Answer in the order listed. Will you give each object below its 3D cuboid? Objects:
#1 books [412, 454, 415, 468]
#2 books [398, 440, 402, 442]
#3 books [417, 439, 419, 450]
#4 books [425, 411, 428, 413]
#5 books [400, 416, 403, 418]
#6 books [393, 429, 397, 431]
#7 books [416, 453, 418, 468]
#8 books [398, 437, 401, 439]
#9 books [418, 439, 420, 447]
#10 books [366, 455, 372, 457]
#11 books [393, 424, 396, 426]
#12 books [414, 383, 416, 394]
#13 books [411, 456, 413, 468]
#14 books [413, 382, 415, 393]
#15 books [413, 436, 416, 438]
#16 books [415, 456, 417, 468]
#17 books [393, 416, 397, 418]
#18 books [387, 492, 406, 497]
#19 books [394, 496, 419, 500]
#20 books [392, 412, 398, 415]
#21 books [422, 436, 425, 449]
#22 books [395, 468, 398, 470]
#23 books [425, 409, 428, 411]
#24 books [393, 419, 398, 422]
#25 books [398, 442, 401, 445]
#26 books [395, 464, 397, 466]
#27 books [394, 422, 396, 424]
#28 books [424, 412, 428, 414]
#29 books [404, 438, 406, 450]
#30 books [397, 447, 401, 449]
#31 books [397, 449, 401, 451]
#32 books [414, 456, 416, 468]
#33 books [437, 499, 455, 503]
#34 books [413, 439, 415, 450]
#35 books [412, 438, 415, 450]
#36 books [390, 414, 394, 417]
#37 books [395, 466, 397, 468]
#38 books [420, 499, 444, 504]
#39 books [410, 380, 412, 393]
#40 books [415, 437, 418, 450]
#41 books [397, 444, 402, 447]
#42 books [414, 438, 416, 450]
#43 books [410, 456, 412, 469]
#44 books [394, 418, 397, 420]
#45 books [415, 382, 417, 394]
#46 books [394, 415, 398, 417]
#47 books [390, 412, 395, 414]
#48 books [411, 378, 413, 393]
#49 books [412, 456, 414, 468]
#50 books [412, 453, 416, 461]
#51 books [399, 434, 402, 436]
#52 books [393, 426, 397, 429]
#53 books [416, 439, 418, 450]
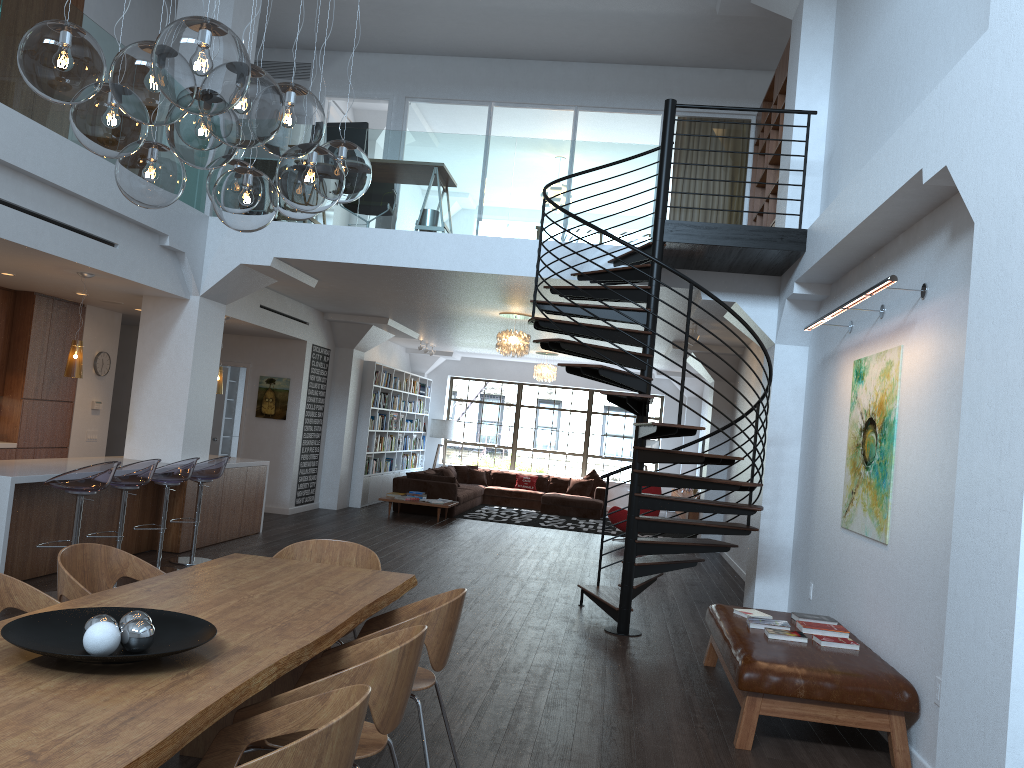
[{"bbox_3d":[-2.104,1.573,18.187,0.198,0.284,0.066,5,-3,7],"label":"books"},{"bbox_3d":[-2.234,1.078,16.881,0.253,0.040,0.183,5,-3,7],"label":"books"},{"bbox_3d":[-2.027,1.250,18.400,0.161,0.221,0.035,5,-3,7],"label":"books"},{"bbox_3d":[-1.947,0.575,18.825,0.284,0.033,0.197,4,-3,22],"label":"books"},{"bbox_3d":[-2.184,0.616,16.800,0.223,0.031,0.161,5,-3,7],"label":"books"},{"bbox_3d":[-2.250,0.838,16.440,0.171,0.039,0.246,5,-3,7],"label":"books"},{"bbox_3d":[-2.056,1.591,18.514,0.176,0.290,0.053,5,-3,7],"label":"books"},{"bbox_3d":[-2.199,1.018,16.874,0.161,0.026,0.223,6,-3,-3],"label":"books"},{"bbox_3d":[-2.023,1.245,18.488,0.168,0.228,0.139,5,-3,7],"label":"books"},{"bbox_3d":[-2.473,1.194,14.791,0.223,0.027,0.161,5,-3,17],"label":"books"},{"bbox_3d":[-2.270,0.756,16.441,0.180,0.042,0.259,5,-3,7],"label":"books"},{"bbox_3d":[-2.012,0.063,17.681,0.183,0.253,0.034,5,-3,7],"label":"books"},{"bbox_3d":[-2.113,1.577,17.981,0.183,0.253,0.037,5,-3,7],"label":"books"},{"bbox_3d":[-2.029,0.069,17.613,0.168,0.231,0.037,5,-3,7],"label":"books"},{"bbox_3d":[-2.076,1.061,17.990,0.223,0.031,0.161,5,-3,7],"label":"books"},{"bbox_3d":[-2.065,1.608,18.430,0.171,0.246,0.057,5,-3,7],"label":"books"},{"bbox_3d":[-2.250,0.608,16.488,0.223,0.027,0.161,6,-3,-3],"label":"books"},{"bbox_3d":[-1.853,1.783,14.257,0.241,0.045,0.334,5,-3,9],"label":"books"},{"bbox_3d":[-1.650,1.789,13.886,0.236,0.035,0.340,4,-3,32],"label":"books"},{"bbox_3d":[-2.218,0.551,16.475,0.129,0.043,0.185,4,-3,22],"label":"books"},{"bbox_3d":[-1.955,1.244,18.966,0.176,0.290,0.053,5,-3,7],"label":"books"},{"bbox_3d":[-2.328,1.598,16.825,0.284,0.035,0.197,5,-3,7],"label":"books"},{"bbox_3d":[-1.942,0.542,18.822,0.254,0.032,0.174,3,-4,42],"label":"books"},{"bbox_3d":[-2.239,0.673,16.452,0.183,0.042,0.253,5,-3,7],"label":"books"},{"bbox_3d":[-2.233,1.120,16.887,0.231,0.044,0.168,5,-3,2],"label":"books"},{"bbox_3d":[-2.325,1.531,16.832,0.254,0.032,0.174,5,-3,12],"label":"books"},{"bbox_3d":[-2.251,0.715,16.455,0.168,0.045,0.231,5,-3,2],"label":"books"},{"bbox_3d":[-1.950,0.609,18.824,0.284,0.035,0.197,3,-4,37],"label":"books"},{"bbox_3d":[-2.164,1.159,17.228,0.174,0.243,0.085,5,-3,7],"label":"books"},{"bbox_3d":[-2.251,1.199,16.873,0.251,0.037,0.160,5,-3,12],"label":"books"},{"bbox_3d":[-2.253,1.236,16.868,0.246,0.038,0.171,5,-3,7],"label":"books"},{"bbox_3d":[-2.086,1.596,18.245,0.189,0.247,0.057,5,-3,7],"label":"books"},{"bbox_3d":[-1.060,1.860,14.149,0.256,0.035,0.350,4,-3,32],"label":"books"},{"bbox_3d":[-2.065,1.219,18.043,0.161,0.223,0.030,5,-3,7],"label":"books"},{"bbox_3d":[-2.076,1.200,17.974,0.174,0.251,0.051,5,-3,7],"label":"books"},{"bbox_3d":[-2.263,0.560,16.068,0.174,0.045,0.240,5,-3,7],"label":"books"},{"bbox_3d":[-2.324,1.564,16.826,0.284,0.033,0.197,6,-3,-8],"label":"books"},{"bbox_3d":[-1.254,1.823,13.827,0.231,0.040,0.342,8,-4,-43],"label":"books"},{"bbox_3d":[-2.056,0.046,17.359,0.171,0.246,0.057,5,-3,7],"label":"books"},{"bbox_3d":[-2.047,1.218,18.266,0.183,0.253,0.042,5,-3,7],"label":"books"},{"bbox_3d":[-2.249,1.161,16.900,0.259,0.040,0.180,5,-3,7],"label":"books"},{"bbox_3d":[-2.063,1.213,18.147,0.171,0.246,0.036,5,-3,7],"label":"books"},{"bbox_3d":[-2.122,1.574,17.947,0.183,0.253,0.036,5,-3,7],"label":"books"},{"bbox_3d":[-2.241,0.637,16.461,0.161,0.033,0.223,5,-3,7],"label":"books"},{"bbox_3d":[-2.002,0.071,17.787,0.160,0.250,0.026,5,-3,7],"label":"books"},{"bbox_3d":[-2.228,0.584,16.478,0.144,0.024,0.208,5,-3,12],"label":"books"},{"bbox_3d":[-2.254,0.523,16.047,0.223,0.027,0.161,5,-3,17],"label":"books"},{"bbox_3d":[-2.047,0.029,17.443,0.176,0.290,0.053,5,-3,7],"label":"books"},{"bbox_3d":[-2.096,1.585,18.126,0.183,0.253,0.037,5,-3,7],"label":"books"},{"bbox_3d":[-2.060,1.576,18.295,0.140,0.298,0.044,5,-3,7],"label":"books"},{"bbox_3d":[-2.205,0.960,16.878,0.185,0.041,0.129,4,-3,22],"label":"books"},{"bbox_3d":[-2.249,0.799,16.440,0.160,0.039,0.251,5,-3,12],"label":"books"},{"bbox_3d":[-2.036,1.237,18.330,0.161,0.223,0.032,5,-3,7],"label":"books"}]
